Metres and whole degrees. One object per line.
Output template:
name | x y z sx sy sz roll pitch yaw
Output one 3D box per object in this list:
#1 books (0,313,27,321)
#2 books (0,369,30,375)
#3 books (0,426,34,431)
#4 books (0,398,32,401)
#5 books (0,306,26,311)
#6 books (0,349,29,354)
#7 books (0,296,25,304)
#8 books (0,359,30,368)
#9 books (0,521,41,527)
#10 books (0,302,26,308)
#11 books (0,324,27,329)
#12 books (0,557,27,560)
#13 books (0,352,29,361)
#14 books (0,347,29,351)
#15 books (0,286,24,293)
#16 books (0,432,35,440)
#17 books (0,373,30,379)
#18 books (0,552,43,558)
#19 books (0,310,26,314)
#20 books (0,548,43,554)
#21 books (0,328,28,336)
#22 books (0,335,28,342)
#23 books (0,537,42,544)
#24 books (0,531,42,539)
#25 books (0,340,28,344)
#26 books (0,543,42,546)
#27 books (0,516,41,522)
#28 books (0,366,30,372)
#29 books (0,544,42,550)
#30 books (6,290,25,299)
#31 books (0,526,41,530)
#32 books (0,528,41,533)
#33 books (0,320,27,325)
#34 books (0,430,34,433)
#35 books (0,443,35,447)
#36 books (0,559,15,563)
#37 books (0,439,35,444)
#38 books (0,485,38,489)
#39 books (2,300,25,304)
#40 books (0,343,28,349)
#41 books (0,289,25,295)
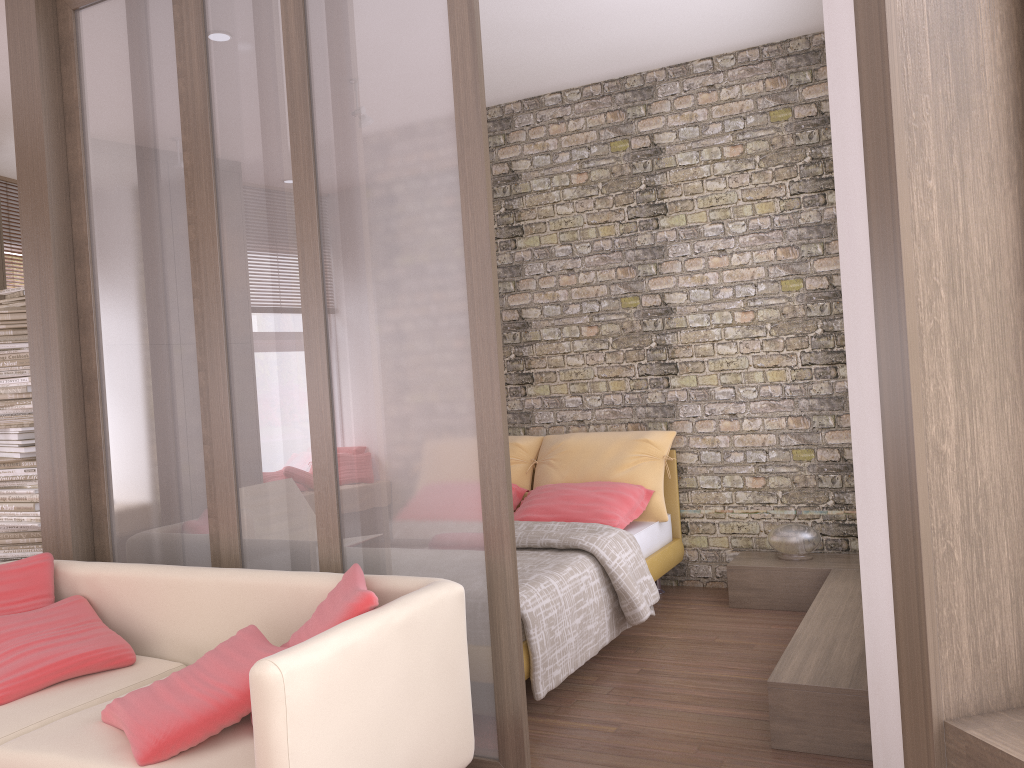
books | -2.716 -0.373 5.012 0.351 0.036 0.275 -4 0 -13
books | -2.755 -0.062 5.023 0.470 0.022 0.306 -4 0 7
books | -2.660 0.243 5.002 0.326 0.018 0.500 -4 0 -43
books | -2.749 0.085 5.021 0.395 0.009 0.233 -4 0 2
books | -2.716 -0.418 5.014 0.272 0.023 0.201 -4 0 7
books | -2.768 -0.175 5.018 0.392 0.015 0.306 -4 0 7
books | -2.723 -0.474 5.017 0.303 0.015 0.202 -4 0 27
books | -2.768 -0.112 5.017 0.401 0.035 0.315 -4 0 7
books | -2.643 0.754 4.978 0.542 0.016 0.423 -4 0 27
books | -2.731 -0.442 5.025 0.327 0.023 0.198 -4 0 27
books | -2.744 -0.320 5.013 0.412 0.019 0.259 -4 0 -13
books | -2.644 0.945 4.970 0.413 0.006 0.322 -4 0 7
books | -2.750 -0.150 5.035 0.416 0.035 0.323 -4 0 7
books | -2.726 -0.193 5.032 0.416 0.015 0.245 -4 0 7
books | -2.731 -0.529 5.019 0.313 0.014 0.204 -4 0 27
books | -2.692 0.286 5.027 0.308 0.036 0.417 -4 0 -43
books | -2.721 -0.046 4.993 0.416 0.012 0.324 -4 0 7
books | -2.636 0.929 4.974 0.396 0.024 0.310 -4 0 7
books | -2.724 -0.399 5.005 0.366 0.012 0.287 -4 0 -13
books | -2.642 0.908 4.980 0.405 0.018 0.300 -4 0 7
books | -2.728 -0.292 5.042 0.371 0.036 0.211 -4 0 -13
books | -2.725 -0.255 5.042 0.371 0.036 0.211 -4 0 -13
books | -2.641 0.851 4.974 0.396 0.024 0.310 -4 0 7
books | -2.643 0.821 4.974 0.396 0.033 0.310 -4 0 7
books | -2.706 -0.233 5.008 0.351 0.010 0.284 -4 0 -13
books | -2.632 0.875 4.992 0.385 0.008 0.274 -4 0 7
books | -2.672 0.732 5.028 0.612 0.028 0.399 -4 0 27
books | -2.705 -0.088 5.023 0.434 0.019 0.324 -4 0 7
books | -2.684 0.892 4.987 0.488 0.018 0.296 -4 0 7
books | -2.711 -0.498 5.015 0.260 0.029 0.193 -4 0 42
books | -2.647 0.773 4.974 0.396 0.024 0.310 -4 0 7
books | -2.649 0.795 4.980 0.405 0.018 0.300 -4 0 7
books | -2.758 -0.340 5.016 0.435 0.019 0.248 -4 0 -13
books | -2.671 0.259 5.030 0.345 0.010 0.443 -4 0 -43
books | -2.695 0.334 5.023 0.294 0.013 0.413 -4 0 -43
books | -2.683 0.975 4.991 0.422 0.016 0.330 -4 0 32
books | -2.661 0.314 5.007 0.323 0.020 0.484 -4 0 -43
books | -2.633 0.561 5.023 0.542 0.020 0.320 -4 0 27
books | -2.705 -0.461 5.018 0.258 0.010 0.183 -4 0 12
books | -2.733 -0.212 5.011 0.404 0.026 0.266 -4 0 -13
books | -2.717 -0.517 5.005 0.277 0.008 0.216 -4 0 27
